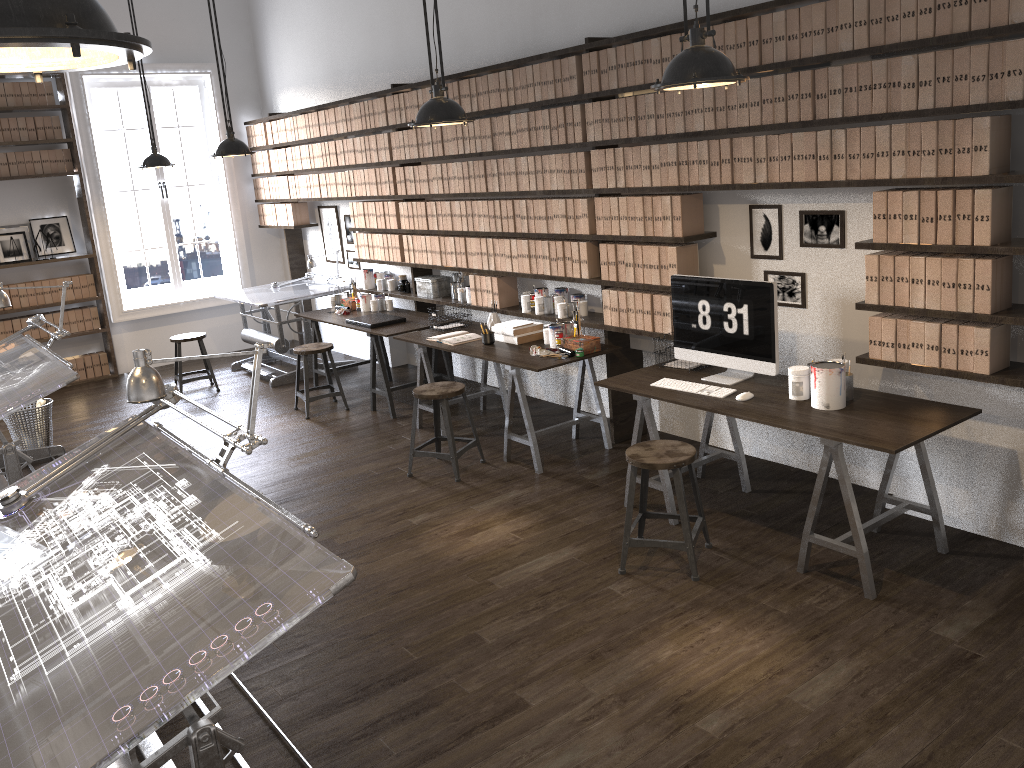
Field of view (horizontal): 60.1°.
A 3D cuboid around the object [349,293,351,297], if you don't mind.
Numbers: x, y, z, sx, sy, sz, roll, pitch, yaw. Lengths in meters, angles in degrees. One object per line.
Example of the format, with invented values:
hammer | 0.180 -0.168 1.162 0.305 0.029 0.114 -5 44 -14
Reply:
object | -1.464 -0.764 7.956 0.069 0.103 0.068 -15 16 -39

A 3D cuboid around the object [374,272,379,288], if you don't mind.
object | -1.208 -0.934 7.939 0.051 0.138 0.050 -14 15 -37

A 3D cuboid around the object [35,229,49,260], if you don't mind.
object | -4.514 -1.342 8.519 0.119 0.301 0.040 -14 15 -35

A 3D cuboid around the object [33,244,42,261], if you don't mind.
object | -4.535 -1.257 8.470 0.067 0.164 0.040 -14 15 -35

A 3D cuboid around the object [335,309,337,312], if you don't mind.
object | -1.511 -0.626 7.608 0.011 0.017 0.173 -6 14 -4

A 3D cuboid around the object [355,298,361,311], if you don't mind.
object | -1.312 -0.682 7.589 0.049 0.110 0.050 -15 16 -38

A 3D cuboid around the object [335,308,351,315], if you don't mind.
object | -1.439 -0.622 7.524 0.132 0.050 0.199 -7 14 -6

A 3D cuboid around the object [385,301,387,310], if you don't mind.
object | -1.054 -0.675 7.535 0.054 0.079 0.054 -14 15 -34

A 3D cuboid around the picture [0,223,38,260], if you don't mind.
picture | -4.825 -1.337 8.493 0.436 0.357 0.095 -14 15 -35

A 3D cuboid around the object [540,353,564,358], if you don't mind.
object | 0.239 -0.170 5.261 0.157 0.006 0.006 -9 14 -15

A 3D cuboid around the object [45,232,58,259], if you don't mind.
object | -4.473 -1.341 8.585 0.111 0.259 0.040 -14 15 -35

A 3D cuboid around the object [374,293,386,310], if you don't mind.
object | -1.127 -0.704 7.580 0.094 0.127 0.095 -13 15 -31

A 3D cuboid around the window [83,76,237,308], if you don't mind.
window | -3.621 -1.987 9.178 1.252 2.286 0.154 -14 15 -35

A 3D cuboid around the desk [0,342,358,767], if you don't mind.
desk | -1.234 0.573 2.808 1.083 1.372 2.080 -14 16 -34

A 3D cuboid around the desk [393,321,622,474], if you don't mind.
desk | -0.063 0.042 5.905 0.659 0.662 1.677 -14 17 -34

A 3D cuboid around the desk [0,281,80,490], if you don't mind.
desk | -3.230 0.058 5.476 1.083 1.372 2.292 -14 16 -34

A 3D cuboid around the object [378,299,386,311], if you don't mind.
object | -1.096 -0.663 7.461 0.062 0.092 0.064 -2 13 13

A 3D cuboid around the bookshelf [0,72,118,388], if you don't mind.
bookshelf | -5.204 -0.937 8.225 2.488 3.685 0.414 -14 15 -35

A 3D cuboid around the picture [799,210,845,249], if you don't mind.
picture | 1.525 -0.762 4.352 0.023 0.181 0.252 -13 16 -34

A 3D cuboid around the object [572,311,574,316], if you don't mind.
object | 0.385 -0.365 5.337 0.038 0.152 0.008 -2 12 13

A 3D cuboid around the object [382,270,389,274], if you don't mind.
object | -1.139 -0.964 8.034 0.070 0.129 0.071 -3 13 11

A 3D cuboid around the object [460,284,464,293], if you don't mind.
object | -0.370 -0.696 6.733 0.041 0.124 0.008 6 16 42

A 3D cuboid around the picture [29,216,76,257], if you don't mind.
picture | -4.503 -1.450 8.683 0.345 0.360 0.161 -14 15 -35

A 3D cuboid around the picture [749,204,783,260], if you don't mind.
picture | 1.329 -0.794 4.623 0.022 0.281 0.202 -13 15 -35

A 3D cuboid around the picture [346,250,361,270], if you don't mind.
picture | -1.527 -1.200 8.547 0.023 0.181 0.252 -13 16 -34

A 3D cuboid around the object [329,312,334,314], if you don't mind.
object | -1.512 -0.621 7.601 0.006 0.006 0.158 4 17 33

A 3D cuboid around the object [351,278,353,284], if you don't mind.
object | -1.373 -0.835 7.699 0.008 0.184 0.071 -13 14 -34

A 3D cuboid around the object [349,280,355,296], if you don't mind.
object | -1.409 -0.815 7.892 0.068 0.227 0.069 -14 15 -38

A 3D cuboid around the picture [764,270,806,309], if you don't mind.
picture | 1.417 -0.493 4.595 0.023 0.181 0.252 -13 16 -34

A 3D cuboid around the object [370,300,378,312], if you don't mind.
object | -1.164 -0.662 7.479 0.062 0.093 0.062 -4 13 4

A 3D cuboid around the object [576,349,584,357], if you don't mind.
object | 0.399 -0.181 5.206 0.049 0.037 0.049 -13 16 -31

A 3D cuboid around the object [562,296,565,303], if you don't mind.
object | 0.346 -0.512 5.790 0.030 0.134 0.004 -15 15 -39

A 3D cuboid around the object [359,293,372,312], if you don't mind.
object | -1.242 -0.694 7.555 0.105 0.140 0.105 -17 17 -42

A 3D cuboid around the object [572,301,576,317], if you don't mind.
object | 0.384 -0.392 5.343 0.007 0.212 0.055 -11 13 -28

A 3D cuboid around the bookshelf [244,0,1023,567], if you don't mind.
bookshelf | 0.154 -0.620 6.205 0.375 3.173 9.226 -13 16 -34

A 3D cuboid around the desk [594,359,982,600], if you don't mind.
desk | 1.212 0.371 4.202 0.659 0.662 1.677 -14 17 -34

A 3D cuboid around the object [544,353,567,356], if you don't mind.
object | 0.246 -0.173 5.260 0.171 0.017 0.011 1 14 22

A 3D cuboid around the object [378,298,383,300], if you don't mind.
object | -1.114 -0.676 7.515 0.044 0.100 0.045 -14 15 -35

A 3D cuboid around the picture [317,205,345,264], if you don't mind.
picture | -1.797 -1.488 8.818 0.040 0.569 0.417 -13 15 -34

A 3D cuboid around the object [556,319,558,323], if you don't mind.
object | 0.299 -0.354 5.713 0.004 0.132 0.030 -12 14 -30

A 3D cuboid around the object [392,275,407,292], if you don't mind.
object | -0.967 -0.845 7.599 0.107 0.160 0.238 -1 14 19

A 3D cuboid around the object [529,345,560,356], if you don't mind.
object | 0.187 -0.203 5.350 0.197 0.050 0.133 2 16 24

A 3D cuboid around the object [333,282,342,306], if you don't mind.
object | -1.533 -0.781 7.802 0.068 0.227 0.069 -14 15 -38

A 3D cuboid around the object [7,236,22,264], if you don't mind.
object | -4.709 -1.265 8.372 0.124 0.257 0.040 -14 15 -35

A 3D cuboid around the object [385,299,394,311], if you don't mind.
object | -1.030 -0.666 7.451 0.062 0.093 0.062 -2 13 13

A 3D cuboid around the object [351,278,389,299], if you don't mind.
object | -1.233 -0.831 7.729 0.345 0.144 0.077 -8 13 -13

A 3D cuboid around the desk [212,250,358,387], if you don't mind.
desk | -2.129 -0.684 8.548 1.077 1.086 1.275 -14 16 -34

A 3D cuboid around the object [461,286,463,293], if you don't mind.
object | -0.376 -0.689 6.735 0.004 0.126 0.028 -14 15 -36

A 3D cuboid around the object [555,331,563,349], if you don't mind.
object | 0.293 -0.268 5.443 0.049 0.110 0.050 -13 14 -31

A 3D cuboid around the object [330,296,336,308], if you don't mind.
object | -1.580 -0.729 7.863 0.068 0.103 0.069 -12 15 -30

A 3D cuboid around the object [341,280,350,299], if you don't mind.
object | -1.476 -0.801 7.842 0.068 0.235 0.069 -14 15 -38

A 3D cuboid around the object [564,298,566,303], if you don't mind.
object | 0.355 -0.514 5.792 0.036 0.118 0.005 -15 15 -38

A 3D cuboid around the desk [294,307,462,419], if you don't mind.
desk | -1.113 -0.229 7.309 0.659 0.662 1.677 -14 17 -34

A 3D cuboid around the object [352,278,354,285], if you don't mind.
object | -1.373 -0.842 7.678 0.007 0.212 0.055 -5 12 0

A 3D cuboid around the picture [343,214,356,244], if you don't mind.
picture | -1.545 -1.482 8.481 0.022 0.281 0.202 -13 15 -35

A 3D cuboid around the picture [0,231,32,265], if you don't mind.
picture | -4.787 -1.300 8.474 0.291 0.287 0.127 -14 15 -35
